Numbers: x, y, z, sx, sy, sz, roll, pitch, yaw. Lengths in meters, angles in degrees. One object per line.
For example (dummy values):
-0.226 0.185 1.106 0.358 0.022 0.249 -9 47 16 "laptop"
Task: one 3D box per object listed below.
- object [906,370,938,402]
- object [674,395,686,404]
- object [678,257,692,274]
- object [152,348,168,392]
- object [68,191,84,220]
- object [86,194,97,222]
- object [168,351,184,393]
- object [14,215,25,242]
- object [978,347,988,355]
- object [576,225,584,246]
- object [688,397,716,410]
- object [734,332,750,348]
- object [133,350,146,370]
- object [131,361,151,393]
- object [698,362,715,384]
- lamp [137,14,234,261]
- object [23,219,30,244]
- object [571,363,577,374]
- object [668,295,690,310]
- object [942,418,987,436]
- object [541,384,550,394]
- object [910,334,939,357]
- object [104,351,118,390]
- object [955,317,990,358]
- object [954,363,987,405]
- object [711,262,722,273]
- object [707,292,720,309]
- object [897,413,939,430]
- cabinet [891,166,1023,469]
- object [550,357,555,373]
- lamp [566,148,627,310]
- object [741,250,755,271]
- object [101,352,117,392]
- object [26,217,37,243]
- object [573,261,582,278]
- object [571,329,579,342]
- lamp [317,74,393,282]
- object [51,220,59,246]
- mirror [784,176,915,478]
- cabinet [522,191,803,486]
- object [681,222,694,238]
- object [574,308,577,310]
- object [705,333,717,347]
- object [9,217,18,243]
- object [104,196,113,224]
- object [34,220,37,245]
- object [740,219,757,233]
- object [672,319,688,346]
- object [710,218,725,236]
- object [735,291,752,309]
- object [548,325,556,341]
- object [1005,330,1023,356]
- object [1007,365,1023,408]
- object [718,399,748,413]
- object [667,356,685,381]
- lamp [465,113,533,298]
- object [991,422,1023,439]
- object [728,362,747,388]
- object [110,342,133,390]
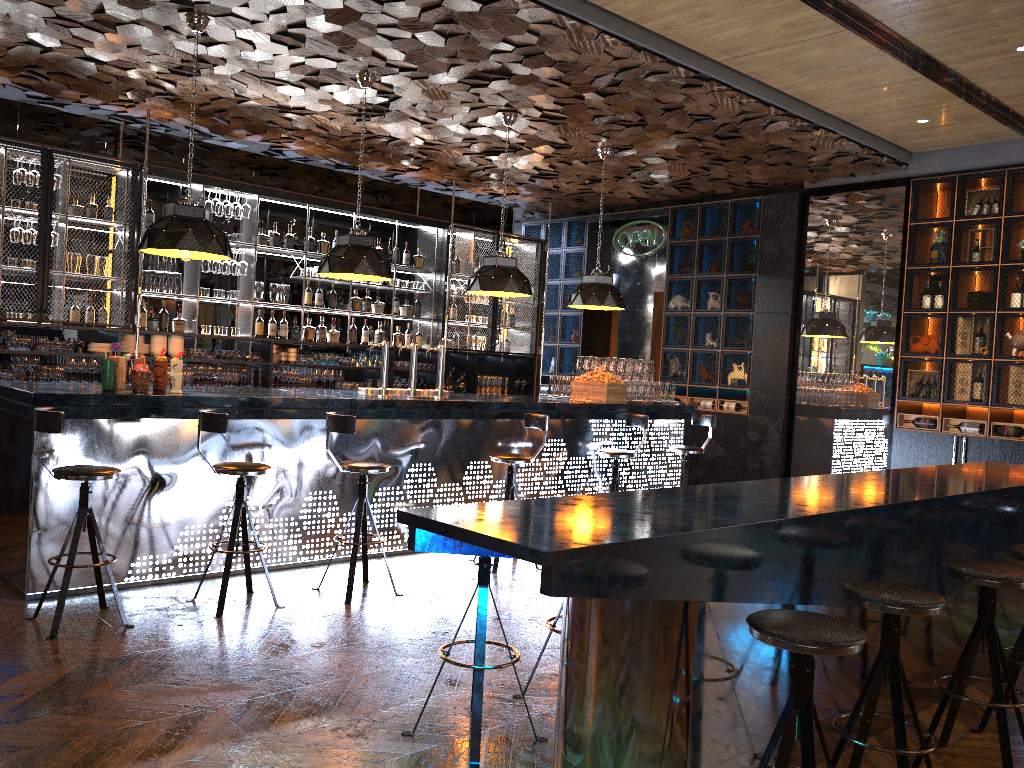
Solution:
4.113 0.019 8.755 0.361 0.297 0.152 5 2 39 "object"
1.996 0.208 10.833 0.122 0.133 0.396 2 2 -42 "object"
2.137 -1.431 10.870 0.126 0.249 0.253 2 2 -42 "object"
-2.241 -0.091 5.649 0.080 0.277 0.091 3 1 -10 "object"
-3.888 -1.592 7.899 0.108 0.244 0.108 4 2 36 "object"
-3.785 -1.590 7.991 0.072 0.246 0.073 4 2 33 "object"
-2.116 -0.076 5.591 0.081 0.264 0.099 3 1 -22 "object"
-4.189 -1.322 7.539 0.081 0.213 0.081 2 2 -37 "object"
4.474 -0.310 8.316 0.189 0.183 0.085 5 2 43 "object"
0.954 -2.019 12.176 0.116 0.358 0.198 2 2 -42 "object"
2.281 0.232 10.516 0.122 0.132 0.396 2 2 -42 "object"
2.669 -0.498 10.269 0.212 0.220 0.119 4 2 32 "object"
-2.382 -0.089 5.676 0.080 0.254 0.091 2 2 -40 "object"
-2.276 -0.045 5.430 0.110 0.191 0.131 3 2 -30 "object"
2.322 -0.120 10.568 0.208 0.280 0.131 4 2 30 "object"
-2.128 -1.620 5.896 0.582 1.606 0.607 2 2 -42 "lamp"
-4.214 -1.327 7.710 0.081 0.213 0.081 2 2 -37 "object"
0.886 -0.212 12.224 0.107 0.209 0.233 3 2 -25 "object"
2.120 -0.981 10.875 0.403 0.221 0.192 4 1 17 "object"
4.272 0.401 8.327 0.122 0.132 0.396 2 2 -38 "object"
0.523 0.079 12.483 0.123 0.132 0.396 2 2 -42 "object"
4.021 -0.381 8.652 0.138 0.222 0.278 2 2 -43 "object"
-2.467 -0.084 5.453 0.078 0.246 0.084 2 2 -44 "object"
4.404 -0.440 8.460 0.304 0.396 0.162 4 1 23 "object"
4.386 -0.007 8.438 0.139 0.396 0.281 2 2 -45 "object"
2.454 -1.365 10.575 0.210 0.168 0.105 2 2 -43 "object"
2.455 -0.967 10.559 0.253 0.249 0.126 4 1 18 "object"
3.980 0.368 8.645 0.122 0.132 0.396 2 2 -40 "object"
5.492 -0.128 7.303 0.691 3.514 4.416 2 2 -42 "cabinet"
0.624 -0.256 12.590 0.126 0.249 0.253 4 1 23 "object"
0.883 -1.537 8.804 0.582 1.564 0.607 2 2 -42 "lamp"
2.742 -1.402 10.227 0.114 0.290 0.249 2 2 -42 "object"
-2.411 -0.073 5.309 0.086 0.237 0.084 3 2 -23 "object"
-4.118 -1.319 7.603 0.081 0.213 0.081 2 2 -37 "object"
0.944 -1.549 12.163 0.097 0.290 0.290 2 2 -44 "object"
0.951 -0.645 12.254 0.278 0.222 0.138 3 1 -13 "object"
-1.180 -1.615 6.926 0.582 1.564 0.607 2 2 -42 "lamp"
-3.987 -1.314 7.722 0.081 0.213 0.081 2 2 -37 "object"
3.471 -0.313 9.251 0.026 3.551 1.194 2 2 -42 "mirror"
1.728 -0.452 11.458 0.691 3.514 4.416 2 2 -42 "cabinet"
2.192 -1.860 10.848 0.253 0.249 0.126 4 1 18 "object"
0.928 -1.151 12.216 0.198 0.358 0.116 4 1 18 "object"
2.392 -0.514 10.597 0.096 0.210 0.183 2 2 -40 "object"
-4.285 -1.330 7.645 0.081 0.213 0.081 2 2 -37 "object"
-3.678 -1.586 8.089 0.073 0.246 0.072 3 2 -27 "object"
-4.150 -1.325 7.768 0.081 0.213 0.081 2 2 -37 "object"
2.761 -1.795 10.222 0.138 0.222 0.278 2 2 -42 "object"
2.095 -0.622 10.894 0.167 0.356 0.255 2 2 -37 "object"
2.485 -1.875 10.545 0.289 0.332 0.152 5 2 40 "object"
2.705 -0.946 10.245 0.265 0.239 0.266 4 2 26 "object"
0.651 -0.705 12.542 0.290 0.290 0.097 3 1 -4 "object"
4.596 -0.354 8.017 0.237 0.266 0.164 4 1 19 "object"
4.716 0.020 8.126 0.276 0.396 0.136 4 2 38 "object"
2.570 0.256 10.196 0.123 0.132 0.396 2 2 -41 "object"
2.062 -0.181 10.905 0.175 0.351 0.369 2 2 -37 "object"
-0.069 -1.569 7.777 0.582 1.564 0.607 2 2 -42 "lamp"
4.578 0.427 8.041 0.396 0.132 0.126 4 2 36 "object"
2.666 -0.105 10.255 0.164 0.303 0.341 2 2 -37 "object"
-2.456 -0.113 5.571 0.116 0.298 0.105 3 1 -11 "object"
